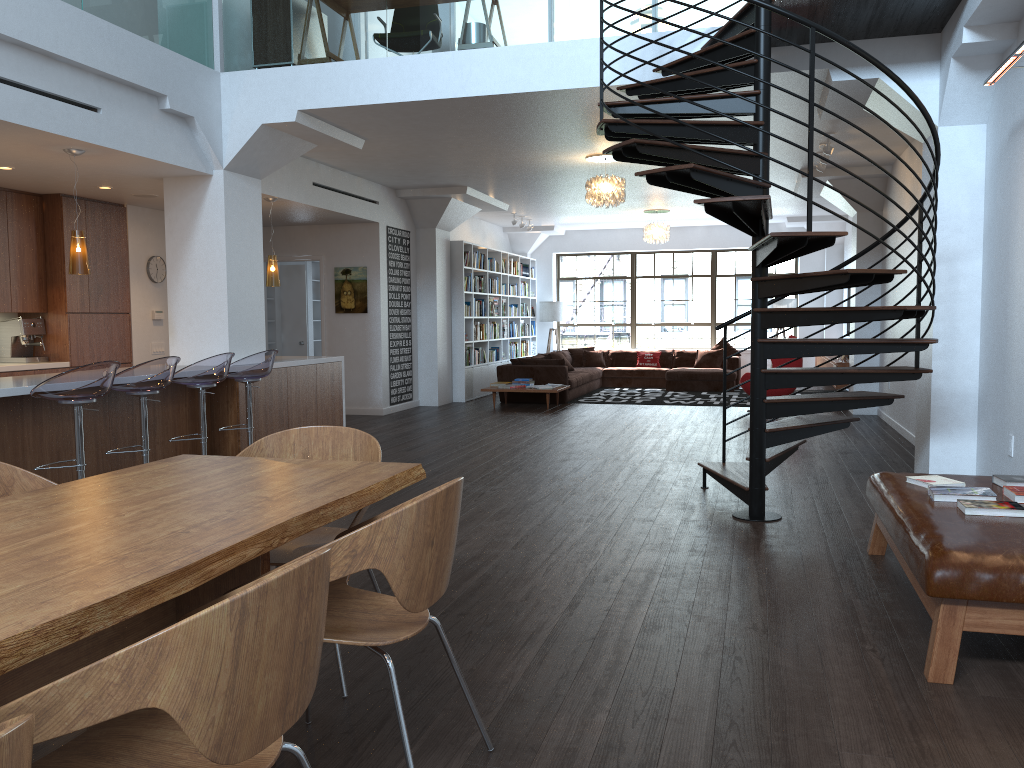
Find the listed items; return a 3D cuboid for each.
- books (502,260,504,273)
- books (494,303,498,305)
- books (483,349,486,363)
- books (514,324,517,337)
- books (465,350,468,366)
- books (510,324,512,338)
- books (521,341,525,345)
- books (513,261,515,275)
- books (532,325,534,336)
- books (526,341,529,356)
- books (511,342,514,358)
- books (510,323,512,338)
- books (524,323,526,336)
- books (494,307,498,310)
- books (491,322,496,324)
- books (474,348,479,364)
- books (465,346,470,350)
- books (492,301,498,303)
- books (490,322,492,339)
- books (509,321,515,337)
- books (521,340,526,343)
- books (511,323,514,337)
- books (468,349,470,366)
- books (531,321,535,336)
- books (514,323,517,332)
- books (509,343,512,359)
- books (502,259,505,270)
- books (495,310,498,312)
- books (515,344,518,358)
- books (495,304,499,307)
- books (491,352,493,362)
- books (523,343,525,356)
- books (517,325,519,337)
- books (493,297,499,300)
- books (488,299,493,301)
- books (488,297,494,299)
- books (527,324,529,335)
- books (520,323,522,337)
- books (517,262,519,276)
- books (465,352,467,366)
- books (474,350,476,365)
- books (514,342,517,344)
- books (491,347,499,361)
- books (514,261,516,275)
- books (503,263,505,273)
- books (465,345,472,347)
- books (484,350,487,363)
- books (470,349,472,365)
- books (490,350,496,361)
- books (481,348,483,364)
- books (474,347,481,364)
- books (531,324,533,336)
[{"bbox_3d":[-0.237,-2.034,15.363,0.174,0.236,0.136,1,4,15],"label":"books"},{"bbox_3d":[-0.342,-1.366,15.087,0.161,0.033,0.223,1,4,15],"label":"books"},{"bbox_3d":[-0.528,-0.455,14.382,0.174,0.236,0.142,1,4,15],"label":"books"},{"bbox_3d":[-0.009,-0.977,16.212,0.174,0.242,0.105,1,4,15],"label":"books"},{"bbox_3d":[-0.757,-0.393,13.531,0.174,0.240,0.054,1,4,15],"label":"books"},{"bbox_3d":[-0.097,-0.953,15.884,0.174,0.243,0.085,1,4,15],"label":"books"},{"bbox_3d":[0.146,-0.669,16.860,0.198,0.284,0.066,1,4,15],"label":"books"},{"bbox_3d":[-0.037,-2.094,16.075,0.171,0.246,0.057,1,4,15],"label":"books"},{"bbox_3d":[0.340,-1.056,17.473,0.161,0.213,0.146,1,4,15],"label":"books"},{"bbox_3d":[0.243,-0.696,17.176,0.176,0.290,0.053,1,4,15],"label":"books"},{"bbox_3d":[-0.059,-0.610,16.055,0.176,0.290,0.053,1,4,15],"label":"books"},{"bbox_3d":[-0.093,-0.962,15.923,0.182,0.255,0.077,1,4,15],"label":"books"},{"bbox_3d":[0.174,-1.034,16.891,0.183,0.253,0.042,1,4,15],"label":"books"},{"bbox_3d":[-0.343,-1.287,15.091,0.168,0.045,0.231,0,4,10],"label":"books"},{"bbox_3d":[-0.358,-0.907,14.971,0.176,0.290,0.036,1,4,15],"label":"books"},{"bbox_3d":[-0.619,-0.442,14.066,0.183,0.253,0.042,1,4,15],"label":"books"},{"bbox_3d":[-0.751,-0.552,13.570,0.174,0.045,0.240,0,4,5],"label":"books"},{"bbox_3d":[-0.350,-1.397,15.111,0.223,0.027,0.161,0,4,5],"label":"books"},{"bbox_3d":[-0.428,-0.887,14.708,0.176,0.290,0.053,1,4,15],"label":"books"},{"bbox_3d":[-0.059,-0.990,16.069,0.197,0.290,0.136,1,4,15],"label":"books"},{"bbox_3d":[0.206,-0.683,16.960,0.140,0.298,0.044,1,4,15],"label":"books"},{"bbox_3d":[-0.070,-0.963,15.966,0.182,0.253,0.098,1,4,15],"label":"books"},{"bbox_3d":[-0.737,-0.408,13.641,0.183,0.253,0.042,1,4,15],"label":"books"},{"bbox_3d":[0.369,-1.104,17.567,0.176,0.290,0.053,1,4,15],"label":"books"},{"bbox_3d":[0.002,-0.985,16.264,0.170,0.251,0.118,1,4,15],"label":"books"},{"bbox_3d":[-0.097,-0.599,15.951,0.198,0.284,0.066,1,4,15],"label":"books"},{"bbox_3d":[-0.204,-2.051,15.493,0.160,0.251,0.031,1,4,15],"label":"books"},{"bbox_3d":[-0.360,-1.243,15.084,0.180,0.042,0.259,1,4,15],"label":"books"},{"bbox_3d":[0.010,-0.609,16.283,0.183,0.253,0.034,1,4,15],"label":"books"},{"bbox_3d":[-0.337,-1.329,15.082,0.183,0.042,0.253,1,4,15],"label":"books"},{"bbox_3d":[-0.379,-0.458,14.873,0.120,0.167,0.020,1,4,15],"label":"books"},{"bbox_3d":[0.147,-0.649,16.801,0.183,0.253,0.037,1,4,15],"label":"books"},{"bbox_3d":[0.035,-0.976,16.368,0.161,0.218,0.101,1,4,15],"label":"books"},{"bbox_3d":[-0.327,-1.455,15.088,0.129,0.043,0.185,2,5,30],"label":"books"},{"bbox_3d":[-0.429,-1.391,14.696,0.174,0.045,0.240,1,4,15],"label":"books"},{"bbox_3d":[-0.427,-1.426,14.670,0.223,0.027,0.161,2,5,25],"label":"books"},{"bbox_3d":[0.233,-1.037,17.108,0.168,0.228,0.139,1,4,15],"label":"books"},{"bbox_3d":[0.101,-1.013,16.607,0.174,0.251,0.051,1,4,15],"label":"books"},{"bbox_3d":[0.032,-2.116,16.317,0.183,0.253,0.034,1,4,15],"label":"books"},{"bbox_3d":[-0.769,-0.382,13.490,0.161,0.223,0.032,1,4,15],"label":"books"},{"bbox_3d":[-0.651,-0.414,13.914,0.161,0.223,0.032,1,4,15],"label":"books"},{"bbox_3d":[0.011,-0.630,16.317,0.176,0.290,0.036,1,4,15],"label":"books"},{"bbox_3d":[-0.287,-0.519,15.242,0.140,0.231,0.042,1,4,15],"label":"books"},{"bbox_3d":[-0.018,-2.103,16.155,0.183,0.253,0.034,1,4,15],"label":"books"},{"bbox_3d":[-0.215,-2.023,15.414,0.161,0.207,0.130,1,4,15],"label":"books"},{"bbox_3d":[-0.749,-0.587,13.544,0.223,0.027,0.161,2,5,25],"label":"books"},{"bbox_3d":[-0.505,-0.445,14.435,0.161,0.207,0.135,1,4,15],"label":"books"},{"bbox_3d":[-0.714,-0.414,13.720,0.180,0.251,0.048,1,4,15],"label":"books"},{"bbox_3d":[-0.342,-0.483,15.024,0.139,0.191,0.036,1,4,15],"label":"books"},{"bbox_3d":[-0.551,-0.458,14.294,0.183,0.253,0.042,1,4,15],"label":"books"},{"bbox_3d":[-0.580,-0.455,14.212,0.180,0.259,0.042,1,4,15],"label":"books"},{"bbox_3d":[0.307,-1.058,17.325,0.172,0.235,0.112,1,4,15],"label":"books"}]
